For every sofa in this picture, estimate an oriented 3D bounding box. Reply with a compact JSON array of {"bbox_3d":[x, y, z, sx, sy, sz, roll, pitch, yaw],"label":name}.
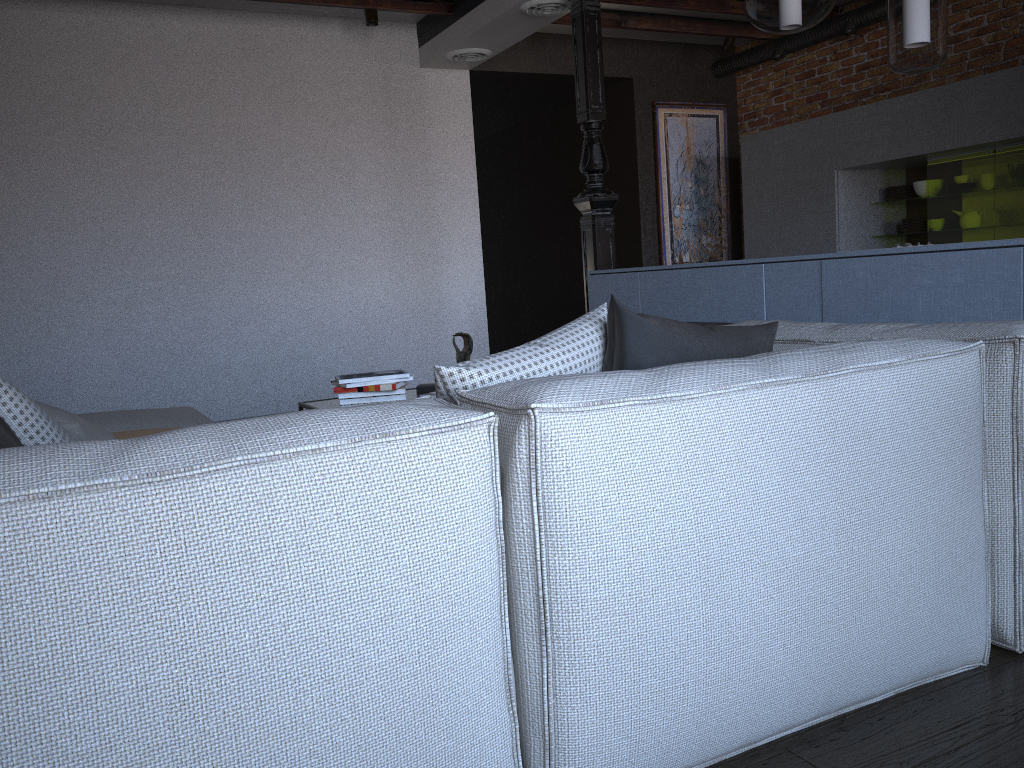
[{"bbox_3d":[-0.587,0.222,2.755,2.535,0.698,3.299,-7,8,-27],"label":"sofa"}]

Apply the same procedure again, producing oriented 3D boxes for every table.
[{"bbox_3d":[-0.309,0.248,3.304,0.842,0.389,0.848,-7,8,-27],"label":"table"}]

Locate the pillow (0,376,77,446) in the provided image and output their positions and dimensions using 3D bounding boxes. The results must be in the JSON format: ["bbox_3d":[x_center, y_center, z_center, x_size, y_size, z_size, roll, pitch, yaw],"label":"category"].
[{"bbox_3d":[-1.086,0.121,1.942,0.293,0.354,0.495,-10,9,-41],"label":"pillow"}]

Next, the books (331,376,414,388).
[{"bbox_3d":[-0.535,-0.014,3.390,0.268,0.014,0.196,-8,8,-28],"label":"books"}]

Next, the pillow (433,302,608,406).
[{"bbox_3d":[0.029,0.056,1.749,0.250,0.402,0.543,3,10,45],"label":"pillow"}]

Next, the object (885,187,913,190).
[{"bbox_3d":[2.736,-1.371,6.273,0.180,0.027,0.180,0,8,31],"label":"object"}]

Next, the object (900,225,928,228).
[{"bbox_3d":[2.812,-1.090,6.196,0.180,0.027,0.180,0,8,31],"label":"object"}]

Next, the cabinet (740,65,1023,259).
[{"bbox_3d":[3.118,-0.928,5.353,0.713,1.810,4.172,-8,8,-27],"label":"cabinet"}]

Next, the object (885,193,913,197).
[{"bbox_3d":[2.739,-1.329,6.279,0.180,0.027,0.180,0,8,31],"label":"object"}]

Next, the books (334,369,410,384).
[{"bbox_3d":[-0.536,-0.029,3.388,0.268,0.014,0.196,-6,7,-15],"label":"books"}]

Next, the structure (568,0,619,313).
[{"bbox_3d":[-2.259,-0.484,2.281,0.481,2.396,8.508,3,10,44],"label":"structure"}]

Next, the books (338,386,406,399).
[{"bbox_3d":[-0.534,0.025,3.398,0.251,0.023,0.209,-5,7,-7],"label":"books"}]

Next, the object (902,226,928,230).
[{"bbox_3d":[2.813,-1.079,6.198,0.180,0.027,0.180,0,8,31],"label":"object"}]

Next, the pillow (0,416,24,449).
[{"bbox_3d":[-0.980,0.138,1.616,0.263,0.400,0.510,-8,8,-32],"label":"pillow"}]

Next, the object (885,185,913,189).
[{"bbox_3d":[2.735,-1.381,6.272,0.180,0.027,0.180,0,8,31],"label":"object"}]

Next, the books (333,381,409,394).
[{"bbox_3d":[-0.533,0.006,3.372,0.239,0.023,0.190,-3,7,8],"label":"books"}]

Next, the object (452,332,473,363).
[{"bbox_3d":[-0.197,-0.107,3.644,0.099,0.223,0.093,-2,7,13],"label":"object"}]

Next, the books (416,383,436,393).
[{"bbox_3d":[-0.279,0.010,3.544,0.182,0.029,0.129,-3,7,10],"label":"books"}]

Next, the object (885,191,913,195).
[{"bbox_3d":[2.738,-1.339,6.277,0.180,0.027,0.180,0,8,31],"label":"object"}]

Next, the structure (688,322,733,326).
[{"bbox_3d":[1.027,-0.126,4.179,0.332,0.394,0.943,-8,8,-27],"label":"structure"}]

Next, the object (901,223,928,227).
[{"bbox_3d":[2.812,-1.101,6.195,0.180,0.027,0.180,0,8,31],"label":"object"}]

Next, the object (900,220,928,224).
[{"bbox_3d":[2.810,-1.122,6.192,0.180,0.027,0.180,0,8,31],"label":"object"}]

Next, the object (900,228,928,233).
[{"bbox_3d":[2.814,-1.069,6.199,0.180,0.027,0.180,0,8,31],"label":"object"}]

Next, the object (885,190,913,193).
[{"bbox_3d":[2.737,-1.350,6.276,0.180,0.027,0.180,0,8,31],"label":"object"}]

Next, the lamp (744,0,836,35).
[{"bbox_3d":[1.120,-1.770,3.593,0.364,0.665,0.364,-11,10,-43],"label":"lamp"}]

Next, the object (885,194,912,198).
[{"bbox_3d":[2.740,-1.318,6.280,0.180,0.027,0.180,0,8,31],"label":"object"}]

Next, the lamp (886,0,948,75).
[{"bbox_3d":[1.410,-1.585,3.098,0.195,0.956,0.197,-4,7,3],"label":"lamp"}]

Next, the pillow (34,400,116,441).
[{"bbox_3d":[-1.193,0.115,2.302,0.485,0.314,0.358,-2,7,16],"label":"pillow"}]

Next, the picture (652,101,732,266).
[{"bbox_3d":[1.581,-1.701,7.740,0.780,1.471,0.067,-8,8,-27],"label":"picture"}]

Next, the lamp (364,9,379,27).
[{"bbox_3d":[-0.934,-2.428,5.766,0.120,0.184,0.082,-2,7,15],"label":"lamp"}]

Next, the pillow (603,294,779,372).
[{"bbox_3d":[0.339,0.006,1.875,0.538,0.417,0.238,-9,9,-37],"label":"pillow"}]

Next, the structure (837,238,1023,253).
[{"bbox_3d":[1.637,-0.492,3.156,0.504,0.057,0.763,-7,8,-27],"label":"structure"}]

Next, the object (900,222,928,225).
[{"bbox_3d":[2.811,-1.111,6.194,0.180,0.027,0.180,0,8,31],"label":"object"}]

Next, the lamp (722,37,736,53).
[{"bbox_3d":[1.740,-2.763,7.110,0.130,0.207,0.091,1,9,35],"label":"lamp"}]

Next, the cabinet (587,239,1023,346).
[{"bbox_3d":[1.385,-0.126,3.737,0.607,0.845,2.959,-8,8,-27],"label":"cabinet"}]

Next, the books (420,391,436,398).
[{"bbox_3d":[-0.153,0.037,3.220,0.225,0.038,0.308,0,8,33],"label":"books"}]

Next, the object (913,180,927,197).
[{"bbox_3d":[2.851,-1.332,6.073,0.191,0.113,0.191,-6,7,-18],"label":"object"}]

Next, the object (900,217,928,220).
[{"bbox_3d":[2.809,-1.143,6.190,0.180,0.027,0.180,0,8,31],"label":"object"}]

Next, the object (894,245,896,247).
[{"bbox_3d":[2.720,-0.892,6.273,0.193,0.178,0.208,-2,7,15],"label":"object"}]

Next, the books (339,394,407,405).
[{"bbox_3d":[-0.531,0.047,3.401,0.247,0.024,0.209,-5,7,-7],"label":"books"}]

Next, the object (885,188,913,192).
[{"bbox_3d":[2.737,-1.361,6.275,0.180,0.027,0.180,0,8,31],"label":"object"}]

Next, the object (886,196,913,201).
[{"bbox_3d":[2.740,-1.307,6.281,0.180,0.027,0.180,0,8,31],"label":"object"}]

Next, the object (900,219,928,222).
[{"bbox_3d":[2.809,-1.133,6.191,0.180,0.027,0.180,0,8,31],"label":"object"}]
